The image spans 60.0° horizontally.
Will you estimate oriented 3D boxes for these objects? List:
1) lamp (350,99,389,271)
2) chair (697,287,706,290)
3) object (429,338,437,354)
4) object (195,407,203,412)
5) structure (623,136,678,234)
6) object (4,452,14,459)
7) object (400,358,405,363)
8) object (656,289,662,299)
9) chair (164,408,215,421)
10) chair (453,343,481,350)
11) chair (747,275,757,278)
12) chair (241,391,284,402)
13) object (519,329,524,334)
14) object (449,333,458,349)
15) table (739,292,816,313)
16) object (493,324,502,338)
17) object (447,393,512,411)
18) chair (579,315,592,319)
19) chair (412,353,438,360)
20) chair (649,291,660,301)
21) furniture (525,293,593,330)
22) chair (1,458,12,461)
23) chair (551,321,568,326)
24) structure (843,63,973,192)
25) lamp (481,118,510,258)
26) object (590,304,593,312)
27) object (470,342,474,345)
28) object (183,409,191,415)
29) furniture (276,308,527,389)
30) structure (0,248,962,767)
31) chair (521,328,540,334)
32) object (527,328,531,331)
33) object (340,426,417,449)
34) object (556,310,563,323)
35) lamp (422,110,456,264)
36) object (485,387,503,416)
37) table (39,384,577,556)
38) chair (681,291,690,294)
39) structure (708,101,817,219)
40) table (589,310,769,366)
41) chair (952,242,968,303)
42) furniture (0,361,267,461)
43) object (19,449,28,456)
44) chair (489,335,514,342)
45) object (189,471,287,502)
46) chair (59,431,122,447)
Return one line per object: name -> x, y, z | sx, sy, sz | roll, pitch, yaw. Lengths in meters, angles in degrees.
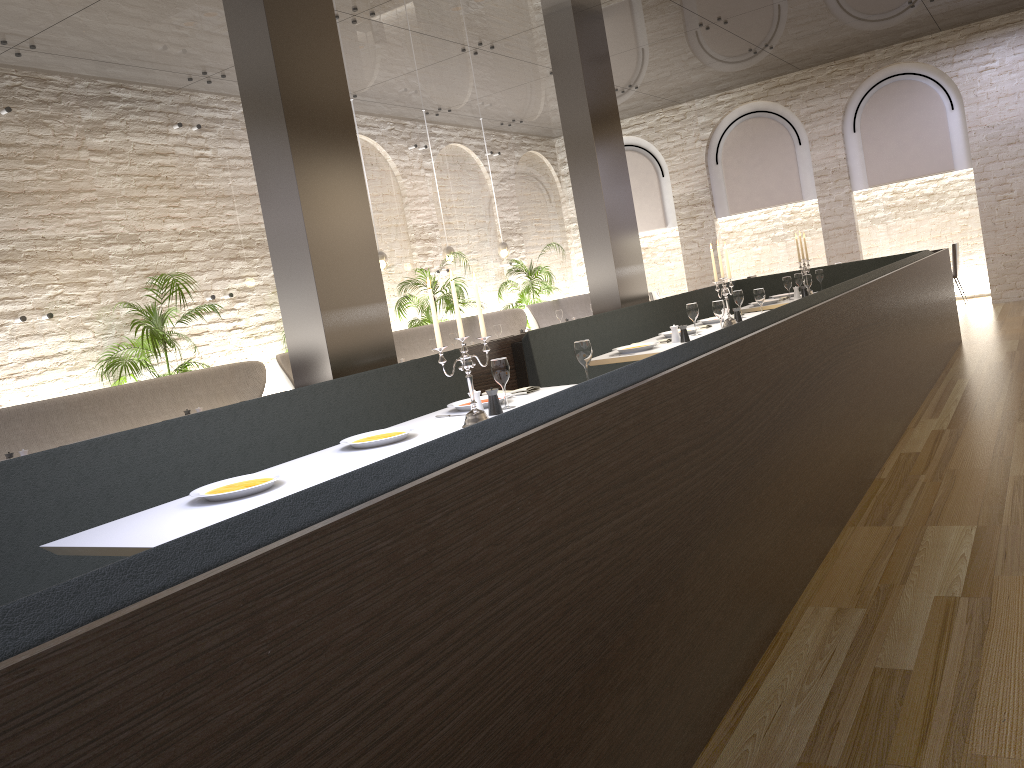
lamp -> -1.714, -2.350, 10.498 | 0.177, 2.036, 0.178 | -9, 3, 17
chair -> 2.569, -0.896, 12.795 | 0.564, 0.904, 0.414 | -7, 4, 32
object -> -0.723, -0.309, 8.316 | 0.086, 0.230, 0.086 | -7, 5, 38
object -> -2.180, 0.215, 6.196 | 0.059, 0.109, 0.060 | -8, 4, 24
structure -> 1.980, -3.382, 15.167 | 1.629, 1.671, 0.098 | -7, 4, 32
object -> -2.906, 0.446, 5.135 | 0.059, 0.109, 0.060 | -8, 4, 24
object -> -1.000, -0.183, 8.140 | 0.059, 0.109, 0.060 | -8, 4, 24
object -> 2.189, -1.291, 13.114 | 0.086, 0.230, 0.086 | -12, 4, -28
chair -> -1.988, 0.640, 5.289 | 0.564, 0.904, 0.414 | -7, 4, 32
chair -> -0.505, 0.140, 7.732 | 0.564, 0.904, 0.414 | -7, 4, 32
chair -> 3.930, -1.365, 15.141 | 0.564, 0.904, 0.414 | -7, 4, 32
chair -> -1.697, 0.542, 5.767 | 0.564, 0.904, 0.414 | -7, 4, 32
object -> 0.116, -0.573, 10.114 | 0.059, 0.109, 0.060 | -8, 4, 24
object -> -0.587, -0.404, 9.029 | 0.086, 0.230, 0.086 | -11, 4, -16
table -> 2.958, -0.489, 8.767 | 1.098, 0.758, 1.194 | -7, 6, 32
object -> -0.139, -0.506, 9.278 | 0.086, 0.230, 0.086 | -11, 4, -16
object -> -0.154, 0.094, 4.285 | 0.323, 0.036, 0.321 | -14, 7, -38
chair -> 0.670, -0.256, 9.667 | 0.564, 0.904, 0.414 | -7, 4, 32
chair -> -0.810, 0.243, 7.229 | 0.564, 0.904, 0.414 | -7, 4, 32
chair -> 2.827, -1.243, 15.835 | 0.564, 0.904, 0.414 | -7, 4, 32
furniture -> 1.089, -0.762, 13.048 | 0.705, 1.094, 2.598 | -7, 6, 32
chair -> -2.611, 0.850, 4.263 | 0.564, 0.904, 0.414 | -7, 4, 32
chair -> 0.378, -0.157, 9.185 | 0.564, 0.904, 0.414 | -7, 4, 32
structure -> 5.663, -3.789, 12.850 | 1.629, 1.671, 0.098 | -7, 4, 32
lamp -> -0.273, -2.836, 12.872 | 0.177, 2.036, 0.178 | -9, 3, 11
object -> 1.046, -0.905, 11.231 | 0.086, 0.230, 0.086 | -12, 4, -28
object -> -0.403, -0.384, 9.124 | 0.059, 0.109, 0.060 | -8, 4, 24
object -> -2.263, 0.229, 6.194 | 0.059, 0.109, 0.060 | -8, 4, 24
furniture -> -0.801, -0.125, 9.935 | 0.707, 1.094, 4.499 | -7, 6, 32
structure -> 0.831, 0.107, 5.252 | 2.366, 0.998, 10.804 | -7, 6, 32
chair -> 0.073, -0.055, 8.684 | 0.564, 0.904, 0.414 | -7, 4, 32
object -> 0.199, -0.587, 10.116 | 0.059, 0.109, 0.060 | -8, 4, 24
object -> -0.545, 0.226, 3.642 | 0.321, 0.036, 0.323 | -9, 6, 8
object -> 0.599, -0.803, 10.981 | 0.086, 0.230, 0.086 | -12, 4, -28
lamp -> -0.986, -2.595, 11.697 | 0.177, 2.036, 0.178 | -9, 3, 11
object -> -0.080, 0.077, 3.902 | 0.068, 0.126, 0.069 | -8, 4, 26
table -> -0.250, 0.593, 3.482 | 1.098, 0.758, 2.552 | -7, 6, 32
chair -> 2.272, -0.796, 12.306 | 0.564, 0.904, 0.414 | -7, 4, 32
structure -> 3.881, -3.592, 13.971 | 1.629, 1.671, 0.098 | -7, 4, 32
table -> 1.644, -0.046, 6.602 | 1.098, 0.758, 2.552 | -7, 6, 32
chair -> 6.549, -1.654, 13.492 | 0.564, 0.904, 0.414 | -7, 4, 32
furniture -> -3.186, 0.679, 6.006 | 0.707, 1.094, 4.499 | -7, 6, 32
object -> -2.824, 0.432, 5.137 | 0.059, 0.109, 0.060 | -8, 4, 24
chair -> -0.216, 0.043, 8.207 | 0.564, 0.904, 0.414 | -7, 4, 32
object -> -0.926, 0.354, 3.013 | 0.321, 0.036, 0.323 | -9, 6, 8
chair -> -2.305, 0.747, 4.766 | 0.564, 0.904, 0.414 | -7, 4, 32
